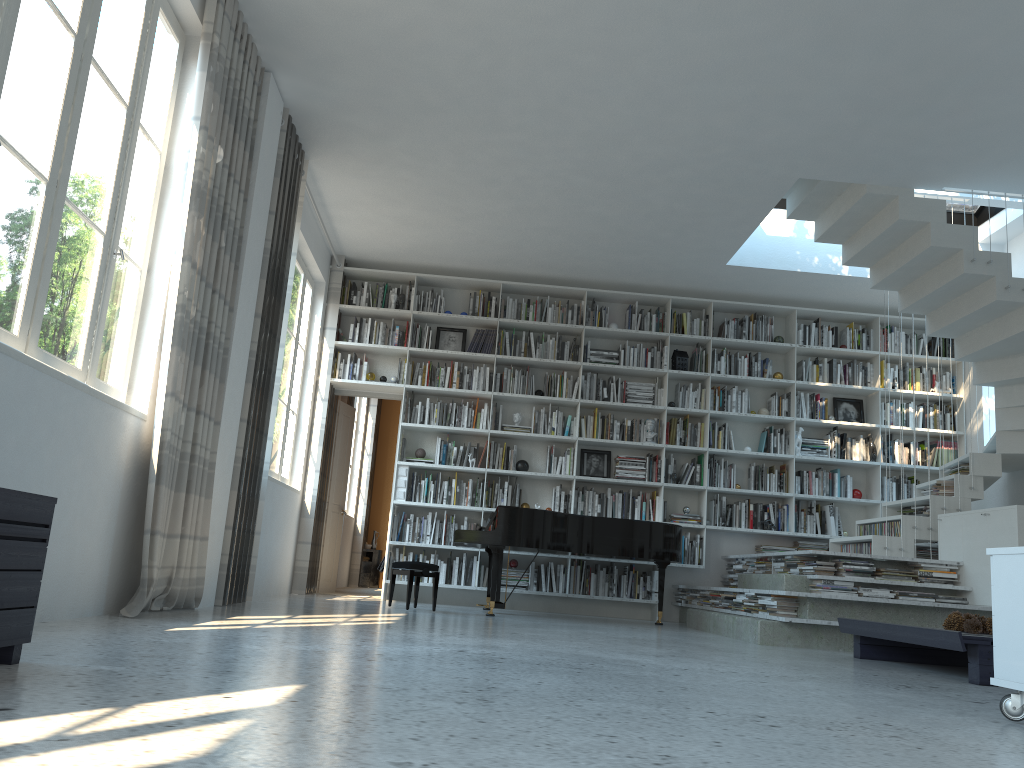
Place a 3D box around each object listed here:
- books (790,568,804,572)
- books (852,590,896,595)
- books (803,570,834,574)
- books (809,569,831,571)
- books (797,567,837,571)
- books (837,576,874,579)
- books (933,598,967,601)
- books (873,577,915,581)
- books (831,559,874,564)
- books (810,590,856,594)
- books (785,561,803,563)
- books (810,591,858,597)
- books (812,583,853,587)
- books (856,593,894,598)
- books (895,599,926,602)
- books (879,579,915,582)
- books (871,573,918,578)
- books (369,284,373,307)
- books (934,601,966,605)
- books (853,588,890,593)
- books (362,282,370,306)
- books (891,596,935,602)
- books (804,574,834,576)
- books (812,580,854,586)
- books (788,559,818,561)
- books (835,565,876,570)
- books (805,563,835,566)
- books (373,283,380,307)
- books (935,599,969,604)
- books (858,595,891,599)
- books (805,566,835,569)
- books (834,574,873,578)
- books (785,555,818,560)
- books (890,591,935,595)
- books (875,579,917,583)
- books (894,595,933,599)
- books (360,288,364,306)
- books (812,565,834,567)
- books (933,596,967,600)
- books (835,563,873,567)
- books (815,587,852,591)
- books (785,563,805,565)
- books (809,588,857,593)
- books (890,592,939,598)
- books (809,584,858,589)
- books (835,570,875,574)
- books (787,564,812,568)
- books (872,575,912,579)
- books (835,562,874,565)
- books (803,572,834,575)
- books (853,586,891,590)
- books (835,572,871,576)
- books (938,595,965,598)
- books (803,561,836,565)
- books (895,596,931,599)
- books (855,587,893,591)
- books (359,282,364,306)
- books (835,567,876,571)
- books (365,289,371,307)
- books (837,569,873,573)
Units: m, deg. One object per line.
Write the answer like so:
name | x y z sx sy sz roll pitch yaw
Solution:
books | 2.247 1.434 6.814 0.155 0.028 0.190 5 -12 -1
books | 2.561 1.487 6.313 0.272 0.012 0.159 5 -12 -4
books | 2.261 1.385 6.541 0.152 0.015 0.208 5 -12 -5
books | 2.269 1.376 6.543 0.134 0.006 0.227 4 -12 2
books | 2.250 1.365 6.544 0.184 0.014 0.298 5 -12 -3
books | 2.483 1.407 6.439 0.216 0.015 0.178 5 -12 -4
books | 3.108 1.540 6.341 0.225 0.007 0.133 4 -12 2
books | 2.762 1.423 6.468 0.293 0.014 0.134 5 -12 -5
books | 2.491 1.300 6.487 0.261 0.016 0.129 5 -12 -3
books | 2.277 1.476 6.300 0.264 0.006 0.165 5 -12 -1
books | 2.240 1.373 6.826 0.168 0.013 0.282 5 -12 -5
books | 2.277 1.486 6.277 0.262 0.023 0.200 5 -12 -4
books | 2.280 1.434 6.319 0.257 0.010 0.132 4 -12 2
books | 2.560 1.500 6.300 0.232 0.019 0.170 6 -12 -7
books | 2.841 1.548 6.326 0.249 0.009 0.144 5 -12 -3
books | 2.762 1.428 6.447 0.287 0.005 0.165 4 -12 3
books | 2.766 1.388 6.444 0.273 0.014 0.188 6 -12 -7
books | -1.389 -0.835 8.779 0.057 0.262 0.191 5 -12 -2
books | 3.106 1.563 6.331 0.179 0.010 0.160 5 -12 -2
books | 2.561 1.474 6.327 0.211 0.018 0.135 4 -12 1
books | -1.451 -0.848 8.794 0.028 0.283 0.190 5 -12 -2
books | 2.843 1.530 6.308 0.250 0.018 0.178 4 -12 1
books | 2.269 1.411 6.536 0.144 0.009 0.250 5 -12 -2
books | 2.282 1.414 6.309 0.234 0.025 0.158 6 -12 -7
books | 2.242 1.356 6.829 0.170 0.008 0.208 4 -12 1
books | 2.489 1.333 6.441 0.230 0.015 0.190 4 -12 3
books | 2.272 1.334 6.552 0.132 0.009 0.270 4 -12 2
books | -1.341 -0.838 8.798 0.039 0.282 0.182 5 -12 -2
books | 3.107 1.551 6.335 0.234 0.017 0.152 5 -12 -1
books | 2.558 1.519 6.311 0.208 0.015 0.153 5 -12 -4
books | 2.275 1.355 6.548 0.137 0.012 0.243 5 -12 -1
books | 2.484 1.397 6.455 0.227 0.012 0.148 5 -12 -4
books | 2.229 1.341 6.832 0.189 0.022 0.238 4 -12 3
books | 2.839 1.487 6.323 0.275 0.009 0.177 5 -12 -2
books | 2.762 1.434 6.446 0.291 0.007 0.174 4 -12 1
books | 2.843 1.517 6.335 0.273 0.009 0.129 4 -12 1
books | -1.479 -0.820 8.797 0.024 0.226 0.158 5 -12 -2
books | 2.298 1.345 6.551 0.091 0.011 0.190 5 -12 -4
books | 3.109 1.531 6.349 0.229 0.014 0.133 5 -12 -3
books | 2.489 1.323 6.470 0.221 0.018 0.154 5 -12 -1
books | 2.279 1.453 6.298 0.210 0.012 0.168 4 -12 2
books | 2.236 1.389 6.822 0.187 0.009 0.251 5 -12 -2
books | 2.278 1.469 6.301 0.285 0.008 0.160 5 -12 -4
books | 2.846 1.499 6.312 0.287 0.018 0.190 5 -12 -3
books | 2.280 1.442 6.304 0.292 0.012 0.159 4 -12 1
books | 2.486 1.369 6.442 0.215 0.013 0.189 5 -12 -3
books | 2.240 1.407 6.819 0.177 0.026 0.230 5 -12 -2
books | 2.764 1.406 6.456 0.214 0.015 0.177 5 -12 -1
books | 2.491 1.308 6.464 0.228 0.009 0.159 6 -12 -6
books | 2.254 1.399 6.538 0.161 0.014 0.212 4 -12 2
books | 2.563 1.454 6.328 0.220 0.013 0.149 5 -12 -3
books | 2.484 1.386 6.463 0.207 0.012 0.132 6 -12 -6
books | 3.109 1.520 6.351 0.215 0.007 0.131 4 -12 0
books | 2.269 1.322 6.554 0.149 0.014 0.229 5 -12 -4
books | 2.844 1.520 6.316 0.254 0.005 0.161 6 -12 -6
books | 2.563 1.462 6.324 0.242 0.005 0.153 5 -12 -1
books | -1.494 -0.850 8.794 0.010 0.280 0.161 5 -12 -2
books | 2.487 1.350 6.460 0.260 0.009 0.153 4 -12 1
books | -1.425 -0.810 8.778 0.030 0.206 0.176 5 -12 -2
books | 2.487 1.359 6.455 0.210 0.012 0.168 5 -12 -1
